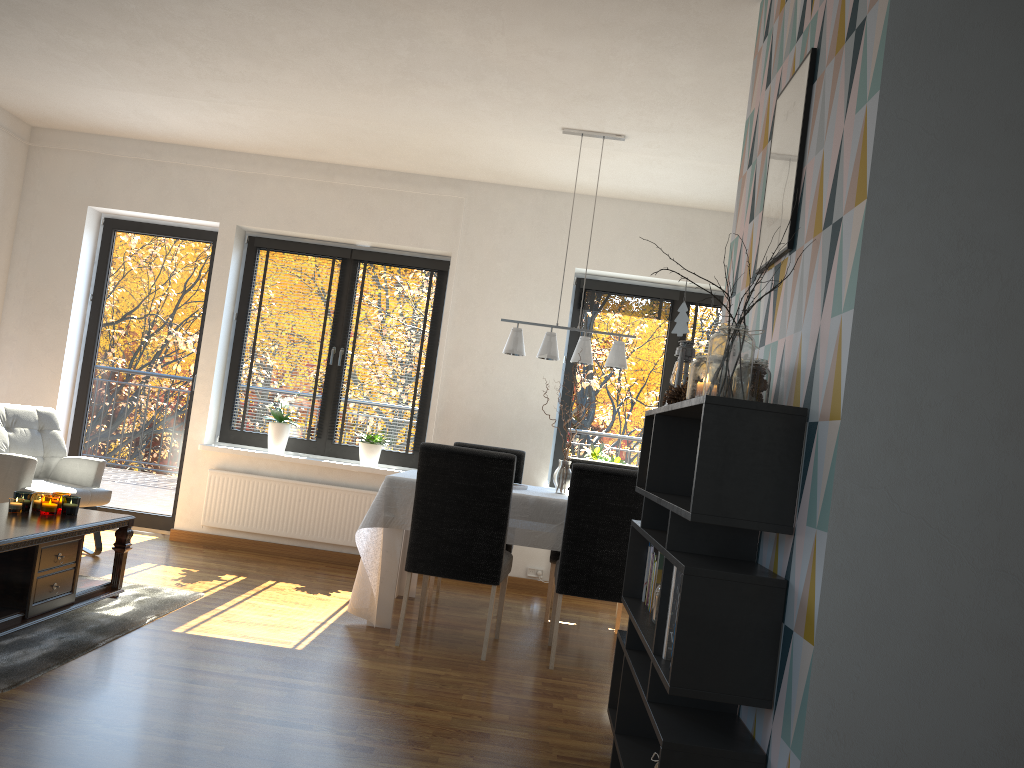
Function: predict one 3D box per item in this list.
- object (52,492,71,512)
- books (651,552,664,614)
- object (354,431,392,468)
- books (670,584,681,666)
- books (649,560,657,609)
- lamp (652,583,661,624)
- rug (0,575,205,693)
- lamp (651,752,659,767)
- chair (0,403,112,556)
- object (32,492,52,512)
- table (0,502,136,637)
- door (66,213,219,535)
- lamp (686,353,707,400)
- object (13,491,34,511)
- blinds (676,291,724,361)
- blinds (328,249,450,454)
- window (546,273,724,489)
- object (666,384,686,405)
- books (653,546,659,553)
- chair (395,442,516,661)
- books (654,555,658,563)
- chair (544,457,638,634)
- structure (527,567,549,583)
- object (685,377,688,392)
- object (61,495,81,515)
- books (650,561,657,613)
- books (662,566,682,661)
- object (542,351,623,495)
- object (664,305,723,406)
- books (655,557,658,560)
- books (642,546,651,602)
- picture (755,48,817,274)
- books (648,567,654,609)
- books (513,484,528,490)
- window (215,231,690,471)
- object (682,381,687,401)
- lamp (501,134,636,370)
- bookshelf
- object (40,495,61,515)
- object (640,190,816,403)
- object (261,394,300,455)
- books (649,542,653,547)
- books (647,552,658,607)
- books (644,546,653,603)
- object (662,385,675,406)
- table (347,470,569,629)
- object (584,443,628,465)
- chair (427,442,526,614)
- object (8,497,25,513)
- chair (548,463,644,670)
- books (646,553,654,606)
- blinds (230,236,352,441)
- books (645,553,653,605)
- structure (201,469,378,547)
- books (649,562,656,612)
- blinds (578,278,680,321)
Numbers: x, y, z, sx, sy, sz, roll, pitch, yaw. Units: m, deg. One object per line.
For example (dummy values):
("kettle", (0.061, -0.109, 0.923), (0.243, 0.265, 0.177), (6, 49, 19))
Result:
("object", (-2.097, 0.548, 4.120), (0.079, 0.081, 0.079), (8, -3, -3))
("books", (0.537, 0.651, 2.931), (0.127, 0.235, 0.030), (8, -2, 2))
("object", (-0.993, 0.464, 6.257), (0.267, 0.237, 0.283), (8, -3, -16))
("books", (0.468, 0.614, 2.197), (0.128, 0.212, 0.038), (8, -2, 2))
("books", (0.525, 0.687, 2.990), (0.109, 0.169, 0.014), (8, -2, 2))
("lamp", (0.489, 0.687, 2.773), (0.106, 0.130, 0.098), (6, -3, 37))
("rug", (-2.152, 0.977, 3.785), (1.052, 0.034, 1.814), (8, -3, 2))
("lamp", (0.423, 1.061, 2.368), (0.106, 0.130, 0.098), (7, -3, 4))
("chair", (-2.800, 0.562, 5.230), (0.684, 0.831, 0.546), (6, -3, 27))
("object", (-2.139, 0.537, 4.031), (0.079, 0.081, 0.079), (8, -3, -3))
("table", (-2.142, 0.766, 3.708), (0.570, 0.408, 1.180), (8, -3, 2))
("door", (-2.702, -0.079, 6.498), (0.976, 2.273, 0.120), (8, -2, 2))
("lamp", (0.522, -0.013, 2.369), (0.098, 0.130, 0.106), (7, -3, 15))
("object", (-2.197, 0.526, 3.979), (0.079, 0.081, 0.079), (8, -3, -3))
("blinds", (1.496, 0.084, 6.318), (0.710, 1.421, 0.049), (8, -2, 2))
("blinds", (-0.894, -0.232, 6.409), (0.710, 1.421, 0.049), (8, -2, 2))
("window", (1.110, 0.078, 6.369), (1.561, 1.587, 0.120), (8, -2, 2))
("object", (0.529, 0.041, 2.813), (0.082, 0.085, 0.082), (7, -3, 17))
("books", (0.541, 0.678, 3.109), (0.115, 0.203, 0.014), (8, -2, 2))
("chair", (-0.241, 0.793, 4.391), (0.461, 0.959, 0.545), (7, -3, 7))
("books", (0.538, 0.685, 3.042), (0.116, 0.181, 0.015), (8, -2, 2))
("chair", (0.488, 0.947, 5.348), (0.461, 0.959, 0.545), (7, -3, 7))
("structure", (0.850, 1.213, 6.070), (1.457, 0.459, 0.078), (7, -2, 4))
("object", (0.575, 0.026, 2.687), (0.094, 0.108, 0.108), (9, -3, -30))
("object", (-2.017, 0.555, 4.052), (0.079, 0.081, 0.079), (8, -3, -3))
("books", (0.518, 0.683, 2.954), (0.096, 0.170, 0.012), (8, -2, 2))
("books", (0.490, 0.595, 2.316), (0.161, 0.265, 0.048), (8, -2, 2))
("object", (0.330, 0.221, 4.902), (0.403, 0.784, 0.615), (9, -3, -23))
("object", (0.620, -0.089, 3.052), (0.163, 0.383, 0.155), (7, -3, 18))
("books", (0.530, 0.687, 3.029), (0.099, 0.174, 0.012), (8, -2, 2))
("books", (0.539, 0.685, 3.161), (0.126, 0.194, 0.025), (8, -2, 2))
("picture", (0.794, -0.630, 2.590), (0.014, 0.559, 0.365), (8, -3, 2))
("books", (0.523, 0.695, 3.016), (0.100, 0.155, 0.013), (8, -2, 2))
("books", (-0.076, 0.548, 4.856), (0.278, 0.022, 0.204), (6, -4, 29))
("window", (-0.550, 2.743, 18.078), (12.963, 18.359, 21.860), (6, -3, 32))
("object", (0.583, 0.037, 2.759), (0.114, 0.101, 0.110), (8, -3, -15))
("lamp", (0.375, -0.762, 4.971), (0.760, 1.283, 0.131), (8, -2, 2))
("bookshelf", (0.508, 0.671, 2.630), (0.237, 1.200, 1.190), (8, -3, 2))
("object", (-2.072, 0.543, 3.974), (0.079, 0.081, 0.079), (8, -3, -3))
("object", (0.527, -0.217, 2.249), (0.426, 0.521, 0.298), (8, -3, -1))
("object", (-1.626, 0.273, 6.233), (0.286, 0.443, 0.340), (8, -3, -9))
("books", (0.545, 0.680, 3.189), (0.127, 0.209, 0.030), (8, -2, 2))
("books", (0.541, 0.684, 3.060), (0.121, 0.187, 0.021), (8, -2, 2))
("books", (0.541, 0.681, 3.132), (0.123, 0.199, 0.032), (8, -2, 2))
("object", (0.574, 0.050, 3.144), (0.078, 0.101, 0.086), (7, -3, 16))
("table", (0.124, 0.972, 4.902), (1.856, 0.762, 1.236), (7, -3, 3))
("object", (0.644, 0.604, 6.159), (0.333, 0.384, 0.300), (7, -3, 18))
("chair", (-0.209, 0.855, 5.375), (0.461, 0.959, 0.545), (8, -3, 2))
("object", (-2.184, 0.534, 3.903), (0.060, 0.061, 0.060), (7, -3, 7))
("chair", (0.456, 0.885, 4.364), (0.461, 0.959, 0.545), (8, -3, 2))
("books", (0.535, 0.687, 3.079), (0.116, 0.181, 0.015), (8, -2, 2))
("blinds", (-1.610, -0.326, 6.437), (0.710, 1.421, 0.049), (8, -2, 2))
("books", (0.534, 0.688, 3.094), (0.116, 0.181, 0.015), (8, -2, 2))
("structure", (-1.423, 0.913, 6.157), (1.457, 0.459, 0.078), (8, -2, 1))
("books", (0.518, 0.687, 2.971), (0.096, 0.165, 0.022), (8, -2, 2))
("blinds", (0.836, -0.604, 6.372), (0.710, 0.229, 0.049), (8, -3, 2))
